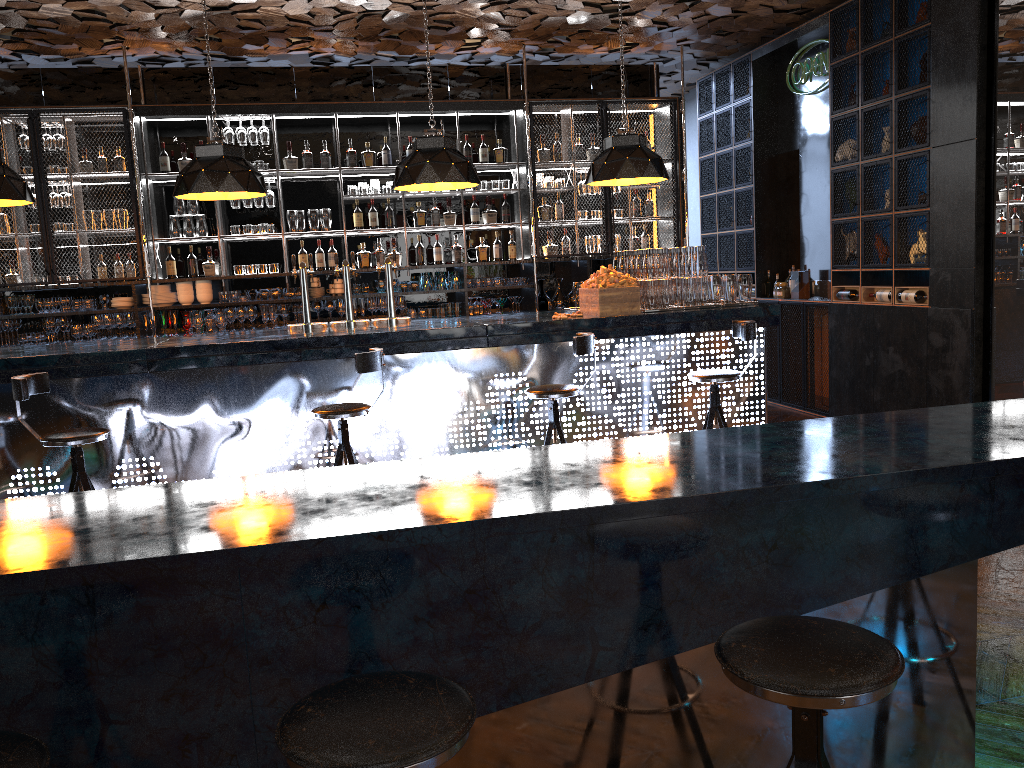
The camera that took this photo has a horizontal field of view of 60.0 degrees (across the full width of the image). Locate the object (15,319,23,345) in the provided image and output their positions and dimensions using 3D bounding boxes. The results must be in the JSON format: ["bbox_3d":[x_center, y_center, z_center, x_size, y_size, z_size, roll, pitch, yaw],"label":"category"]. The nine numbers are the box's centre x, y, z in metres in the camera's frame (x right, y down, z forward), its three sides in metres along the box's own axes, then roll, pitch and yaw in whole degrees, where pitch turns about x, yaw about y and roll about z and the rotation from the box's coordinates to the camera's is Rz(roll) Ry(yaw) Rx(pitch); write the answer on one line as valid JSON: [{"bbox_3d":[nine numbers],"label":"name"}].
[{"bbox_3d":[-4.419,-0.462,7.921,0.091,0.227,0.091,3,10,40],"label":"object"}]

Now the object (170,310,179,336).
[{"bbox_3d":[-3.051,-0.553,8.027,0.073,0.229,0.073,-6,8,-23],"label":"object"}]

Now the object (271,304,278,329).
[{"bbox_3d":[-2.223,-0.626,8.248,0.071,0.226,0.071,-9,10,-40],"label":"object"}]

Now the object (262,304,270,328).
[{"bbox_3d":[-2.348,-0.644,8.440,0.071,0.226,0.071,-9,10,-40],"label":"object"}]

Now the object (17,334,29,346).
[{"bbox_3d":[-4.265,-0.383,7.735,0.093,0.101,0.093,-10,10,-44],"label":"object"}]

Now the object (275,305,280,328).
[{"bbox_3d":[-2.224,-0.632,8.334,0.092,0.218,0.092,3,10,38],"label":"object"}]

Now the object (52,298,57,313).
[{"bbox_3d":[-4.079,-0.698,7.870,0.081,0.132,0.081,-9,10,-40],"label":"object"}]

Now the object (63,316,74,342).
[{"bbox_3d":[-4.000,-0.495,7.984,0.088,0.229,0.077,-5,8,-11],"label":"object"}]

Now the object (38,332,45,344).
[{"bbox_3d":[-4.188,-0.404,7.860,0.093,0.101,0.093,-2,8,9],"label":"object"}]

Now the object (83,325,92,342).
[{"bbox_3d":[-3.773,-0.452,7.884,0.074,0.146,0.065,-6,8,-18],"label":"object"}]

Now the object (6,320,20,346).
[{"bbox_3d":[-4.398,-0.449,7.807,0.091,0.227,0.091,3,10,40],"label":"object"}]

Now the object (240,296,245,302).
[{"bbox_3d":[-2.468,-0.779,8.130,0.049,0.048,0.044,1,9,30],"label":"object"}]

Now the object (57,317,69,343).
[{"bbox_3d":[-3.976,-0.480,7.864,0.088,0.229,0.077,-5,8,-13],"label":"object"}]

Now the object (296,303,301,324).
[{"bbox_3d":[-2.021,-0.660,8.462,0.071,0.217,0.071,-4,7,-4],"label":"object"}]

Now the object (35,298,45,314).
[{"bbox_3d":[-4.141,-0.684,7.787,0.081,0.132,0.081,-9,10,-40],"label":"object"}]

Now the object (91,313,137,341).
[{"bbox_3d":[-3.563,-0.515,7.967,0.376,0.227,0.186,-5,8,-14],"label":"object"}]

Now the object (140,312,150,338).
[{"bbox_3d":[-3.285,-0.531,7.961,0.073,0.229,0.073,-6,8,-23],"label":"object"}]

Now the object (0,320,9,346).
[{"bbox_3d":[-4.527,-0.457,7.922,0.091,0.227,0.091,-4,8,-9],"label":"object"}]

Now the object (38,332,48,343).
[{"bbox_3d":[-4.205,-0.416,7.959,0.093,0.101,0.093,-3,7,3],"label":"object"}]

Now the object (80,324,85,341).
[{"bbox_3d":[-3.911,-0.467,8.053,0.065,0.146,0.074,-1,8,17],"label":"object"}]

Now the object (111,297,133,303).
[{"bbox_3d":[-3.475,-0.746,7.933,0.211,0.060,0.209,2,9,32],"label":"object"}]

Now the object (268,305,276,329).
[{"bbox_3d":[-2.205,-0.616,8.170,0.071,0.226,0.071,-9,10,-40],"label":"object"}]

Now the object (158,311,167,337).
[{"bbox_3d":[-3.147,-0.545,8.011,0.073,0.229,0.073,-6,8,-23],"label":"object"}]

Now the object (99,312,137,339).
[{"bbox_3d":[-3.606,-0.537,8.157,0.376,0.227,0.186,-5,8,-14],"label":"object"}]

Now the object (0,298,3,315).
[{"bbox_3d":[-4.592,-0.689,7.933,0.058,0.152,0.051,3,10,38],"label":"object"}]

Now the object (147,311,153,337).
[{"bbox_3d":[-3.296,-0.550,8.107,0.073,0.229,0.073,-6,8,-23],"label":"object"}]

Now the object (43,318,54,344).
[{"bbox_3d":[-4.056,-0.462,7.759,0.088,0.229,0.077,-3,7,1],"label":"object"}]

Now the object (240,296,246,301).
[{"bbox_3d":[-2.482,-0.785,8.185,0.044,0.048,0.049,0,8,20],"label":"object"}]

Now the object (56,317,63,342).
[{"bbox_3d":[-4.116,-0.492,8.016,0.077,0.229,0.088,-9,9,-37],"label":"object"}]

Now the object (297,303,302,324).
[{"bbox_3d":[-2.016,-0.650,8.383,0.071,0.217,0.071,-4,7,-4],"label":"object"}]

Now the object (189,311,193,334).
[{"bbox_3d":[-2.960,-0.561,8.114,0.082,0.213,0.082,-6,8,-20],"label":"object"}]

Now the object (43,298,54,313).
[{"bbox_3d":[-4.049,-0.685,7.755,0.081,0.132,0.081,-9,10,-40],"label":"object"}]

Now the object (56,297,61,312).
[{"bbox_3d":[-4.104,-0.714,7.996,0.081,0.132,0.081,-9,10,-40],"label":"object"}]

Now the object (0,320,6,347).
[{"bbox_3d":[-4.491,-0.442,7.794,0.091,0.227,0.091,1,8,27],"label":"object"}]

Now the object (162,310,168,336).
[{"bbox_3d":[-3.185,-0.560,8.139,0.073,0.229,0.073,-6,8,-23],"label":"object"}]

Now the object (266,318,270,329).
[{"bbox_3d":[-2.306,-0.625,8.274,0.071,0.226,0.071,-9,10,-40],"label":"object"}]

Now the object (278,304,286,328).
[{"bbox_3d":[-2.181,-0.651,8.453,0.092,0.218,0.092,3,10,38],"label":"object"}]

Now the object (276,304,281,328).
[{"bbox_3d":[-2.242,-0.645,8.439,0.092,0.218,0.092,3,10,38],"label":"object"}]

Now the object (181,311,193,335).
[{"bbox_3d":[-2.943,-0.550,8.027,0.082,0.213,0.082,-1,8,17],"label":"object"}]

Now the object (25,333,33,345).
[{"bbox_3d":[-4.288,-0.396,7.837,0.093,0.101,0.093,3,10,38],"label":"object"}]

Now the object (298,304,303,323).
[{"bbox_3d":[-1.957,-0.639,8.272,0.071,0.217,0.071,-4,7,-4],"label":"object"}]

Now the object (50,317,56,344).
[{"bbox_3d":[-4.075,-0.472,7.848,0.077,0.229,0.088,3,9,37],"label":"object"}]

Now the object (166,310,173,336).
[{"bbox_3d":[-3.117,-0.557,8.087,0.073,0.229,0.073,-6,8,-23],"label":"object"}]

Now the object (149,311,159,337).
[{"bbox_3d":[-3.241,-0.544,8.042,0.073,0.229,0.073,-6,8,-23],"label":"object"}]

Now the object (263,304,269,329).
[{"bbox_3d":[-2.321,-0.636,8.366,0.071,0.226,0.071,-9,10,-40],"label":"object"}]

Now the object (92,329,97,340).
[{"bbox_3d":[-3.816,-0.476,8.087,0.074,0.146,0.065,-2,8,10],"label":"object"}]

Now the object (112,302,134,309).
[{"bbox_3d":[-3.473,-0.705,7.938,0.209,0.060,0.211,2,9,37],"label":"object"}]

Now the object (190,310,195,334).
[{"bbox_3d":[-2.977,-0.571,8.200,0.082,0.213,0.082,3,9,37],"label":"object"}]

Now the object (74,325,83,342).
[{"bbox_3d":[-3.890,-0.456,7.959,0.065,0.146,0.074,-3,7,0],"label":"object"}]

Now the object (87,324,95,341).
[{"bbox_3d":[-3.798,-0.464,7.987,0.065,0.146,0.074,-2,8,11],"label":"object"}]

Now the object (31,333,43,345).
[{"bbox_3d":[-4.159,-0.392,7.759,0.093,0.101,0.093,3,10,40],"label":"object"}]

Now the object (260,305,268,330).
[{"bbox_3d":[-2.285,-0.615,8.193,0.071,0.226,0.071,-9,10,-40],"label":"object"}]

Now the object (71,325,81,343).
[{"bbox_3d":[-3.866,-0.444,7.859,0.074,0.146,0.065,-9,9,-35],"label":"object"}]

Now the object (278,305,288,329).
[{"bbox_3d":[-2.116,-0.624,8.221,0.092,0.218,0.092,3,10,38],"label":"object"}]

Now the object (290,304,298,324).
[{"bbox_3d":[-2.026,-0.638,8.296,0.071,0.217,0.071,-4,7,-4],"label":"object"}]

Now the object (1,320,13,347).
[{"bbox_3d":[-4.377,-0.436,7.706,0.091,0.227,0.091,-2,8,11],"label":"object"}]

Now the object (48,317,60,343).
[{"bbox_3d":[-4.097,-0.482,7.926,0.077,0.229,0.088,-3,7,3],"label":"object"}]

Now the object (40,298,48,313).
[{"bbox_3d":[-4.174,-0.701,7.929,0.081,0.132,0.081,-9,10,-40],"label":"object"}]

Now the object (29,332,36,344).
[{"bbox_3d":[-4.309,-0.408,7.939,0.093,0.101,0.093,-7,8,-26],"label":"object"}]

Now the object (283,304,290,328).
[{"bbox_3d":[-2.123,-0.637,8.329,0.092,0.218,0.092,3,10,38],"label":"object"}]
